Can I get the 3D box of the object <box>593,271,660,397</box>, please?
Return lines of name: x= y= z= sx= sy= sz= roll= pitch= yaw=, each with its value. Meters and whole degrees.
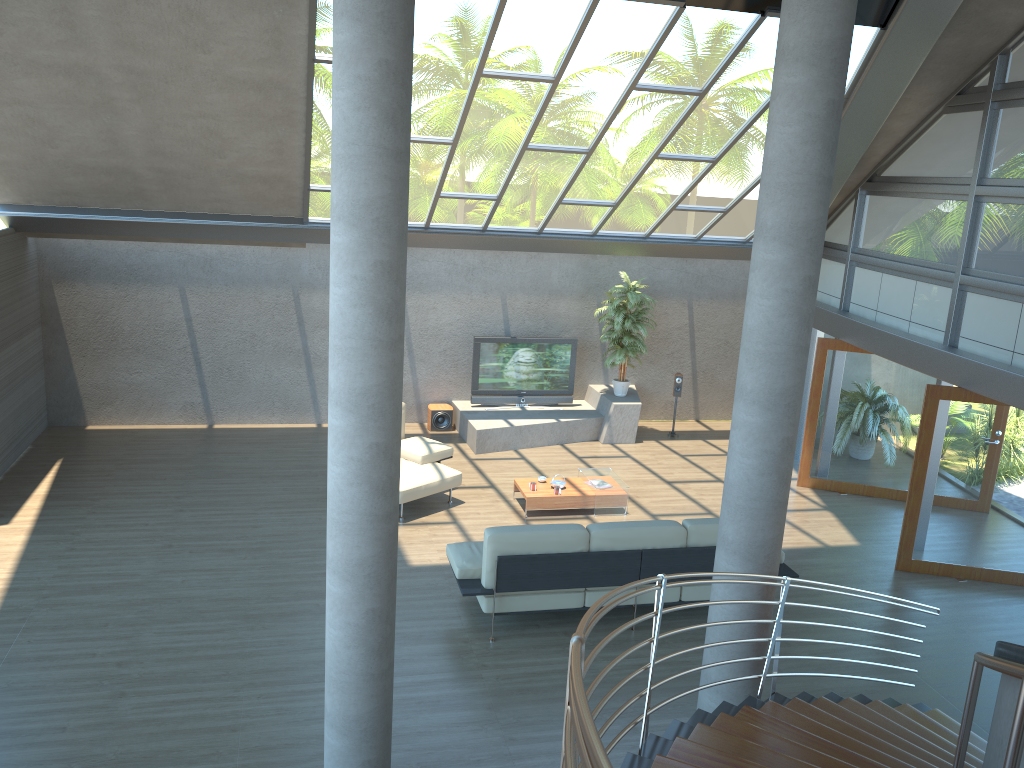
object: x=1.679 y=-0.733 z=13.128 sx=0.932 sy=1.857 sz=0.895 roll=12 pitch=16 yaw=33

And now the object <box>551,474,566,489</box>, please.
object: x=0.535 y=1.120 z=10.240 sx=0.178 sy=0.161 sz=0.178 roll=10 pitch=15 yaw=26

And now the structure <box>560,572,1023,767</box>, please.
structure: x=1.607 y=1.320 z=3.191 sx=2.349 sy=3.653 sz=6.809 roll=9 pitch=14 yaw=23

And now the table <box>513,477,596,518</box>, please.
table: x=0.670 y=1.313 z=10.350 sx=1.200 sy=0.250 sz=0.600 roll=0 pitch=14 yaw=-14

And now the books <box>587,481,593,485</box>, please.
books: x=1.038 y=1.181 z=10.429 sx=0.189 sy=0.005 sz=0.275 roll=-4 pitch=15 yaw=-30

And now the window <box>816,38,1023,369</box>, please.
window: x=6.029 y=-0.405 z=5.123 sx=1.098 sy=6.630 sz=16.616 roll=0 pitch=14 yaw=-16

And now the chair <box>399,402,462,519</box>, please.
chair: x=-1.253 y=0.826 z=10.267 sx=1.244 sy=1.023 sz=1.217 roll=15 pitch=17 yaw=40

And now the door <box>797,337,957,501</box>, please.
door: x=4.882 y=0.507 z=11.080 sx=2.298 sy=1.977 sz=0.200 roll=7 pitch=14 yaw=14

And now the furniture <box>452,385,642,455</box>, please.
furniture: x=0.690 y=0.490 z=13.084 sx=2.936 sy=0.610 sz=1.577 roll=0 pitch=14 yaw=-14

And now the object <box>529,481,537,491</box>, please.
object: x=0.242 y=1.161 z=10.122 sx=0.070 sy=0.101 sz=0.085 roll=0 pitch=14 yaw=-15

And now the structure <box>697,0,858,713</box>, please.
structure: x=1.554 y=-0.895 z=4.948 sx=0.381 sy=7.125 sz=0.382 roll=11 pitch=15 yaw=29

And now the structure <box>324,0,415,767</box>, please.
structure: x=-0.704 y=-0.900 z=4.391 sx=0.382 sy=7.125 sz=0.381 roll=0 pitch=14 yaw=-14

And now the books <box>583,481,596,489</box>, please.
books: x=0.985 y=1.181 z=10.434 sx=0.189 sy=0.005 sz=0.275 roll=-5 pitch=16 yaw=-33

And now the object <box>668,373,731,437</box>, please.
object: x=-0.235 y=-0.067 z=14.462 sx=21.345 sy=0.982 sz=7.863 roll=1 pitch=14 yaw=-11

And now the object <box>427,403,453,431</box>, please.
object: x=-1.079 y=0.491 z=13.205 sx=0.362 sy=0.323 sz=0.425 roll=0 pitch=14 yaw=-14

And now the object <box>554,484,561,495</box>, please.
object: x=0.518 y=1.197 z=10.040 sx=0.085 sy=0.101 sz=0.070 roll=7 pitch=14 yaw=13

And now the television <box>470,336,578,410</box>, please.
television: x=0.181 y=-0.173 z=13.230 sx=1.568 sy=1.063 sz=0.396 roll=0 pitch=14 yaw=-14

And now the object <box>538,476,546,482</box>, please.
object: x=0.354 y=1.108 z=10.404 sx=0.100 sy=0.086 sz=0.102 roll=1 pitch=13 yaw=-10

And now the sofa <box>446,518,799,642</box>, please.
sofa: x=0.955 y=1.539 z=8.037 sx=3.079 sy=0.947 sz=1.166 roll=0 pitch=14 yaw=-14

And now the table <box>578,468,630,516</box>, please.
table: x=1.061 y=1.261 z=10.433 sx=0.400 sy=0.342 sz=0.680 roll=0 pitch=14 yaw=-14

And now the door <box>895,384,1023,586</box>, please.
door: x=5.144 y=1.073 z=8.758 sx=2.298 sy=1.977 sz=0.200 roll=6 pitch=13 yaw=9
